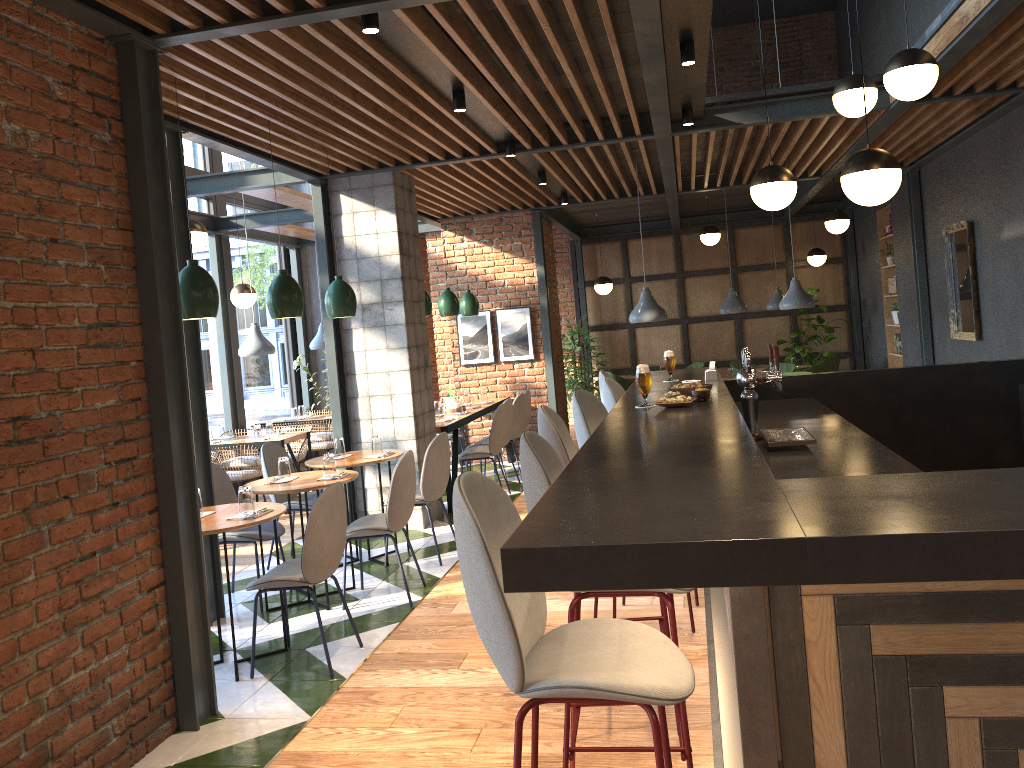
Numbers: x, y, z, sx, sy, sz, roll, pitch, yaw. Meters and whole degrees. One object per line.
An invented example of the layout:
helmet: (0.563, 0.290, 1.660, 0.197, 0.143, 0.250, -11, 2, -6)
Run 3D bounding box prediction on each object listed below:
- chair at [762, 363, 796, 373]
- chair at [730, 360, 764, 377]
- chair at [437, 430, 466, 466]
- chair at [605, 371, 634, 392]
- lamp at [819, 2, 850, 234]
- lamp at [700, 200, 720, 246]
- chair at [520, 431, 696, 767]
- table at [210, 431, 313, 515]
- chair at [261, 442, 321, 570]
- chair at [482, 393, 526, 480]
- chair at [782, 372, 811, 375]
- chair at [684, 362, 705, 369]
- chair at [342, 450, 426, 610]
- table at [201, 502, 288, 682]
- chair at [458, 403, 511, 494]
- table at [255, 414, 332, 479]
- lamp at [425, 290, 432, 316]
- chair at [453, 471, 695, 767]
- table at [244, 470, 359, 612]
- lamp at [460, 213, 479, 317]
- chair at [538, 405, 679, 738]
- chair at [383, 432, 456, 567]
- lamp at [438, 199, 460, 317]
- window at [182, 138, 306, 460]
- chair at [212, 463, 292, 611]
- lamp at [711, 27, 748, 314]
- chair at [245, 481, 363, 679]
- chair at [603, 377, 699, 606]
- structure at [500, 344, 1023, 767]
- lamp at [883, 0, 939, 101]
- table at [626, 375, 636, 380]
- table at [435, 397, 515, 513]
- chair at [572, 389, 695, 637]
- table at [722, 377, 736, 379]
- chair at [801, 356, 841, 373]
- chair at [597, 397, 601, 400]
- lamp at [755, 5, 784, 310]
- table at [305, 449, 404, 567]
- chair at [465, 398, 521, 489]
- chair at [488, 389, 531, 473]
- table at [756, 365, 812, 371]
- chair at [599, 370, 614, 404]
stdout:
chair: (3.386, 0.153, 11.509, 0.516, 0.818, 0.638, -6, 2, -29)
chair: (3.531, 0.052, 12.947, 0.514, 0.818, 0.640, -3, 2, 43)
chair: (-0.792, 0.574, 9.978, 0.507, 0.887, 0.419, -4, 1, 18)
chair: (1.663, 0.197, 13.194, 0.515, 0.818, 0.638, -5, 2, -14)
lamp: (3.572, -3.606, 10.121, 0.268, 3.791, 0.268, -5, 1, -17)
lamp: (2.495, -3.736, 11.805, 0.268, 3.791, 0.268, -5, 1, -9)
chair: (0.325, 0.748, 2.726, 0.507, 1.242, 0.419, -5, 1, 9)
table: (-2.702, 0.902, 8.797, 1.270, 0.705, 0.659, -4, 2, 11)
chair: (-1.534, 0.855, 6.467, 0.507, 0.887, 0.419, -5, 1, 13)
chair: (-0.081, 0.550, 9.371, 0.507, 0.887, 0.419, -4, 1, 18)
chair: (3.106, 0.297, 9.579, 0.638, 0.818, 0.516, -5, 2, 11)
chair: (2.656, 0.095, 13.458, 0.515, 0.818, 0.638, -5, 2, -14)
chair: (-0.815, 0.861, 5.381, 0.507, 0.887, 0.419, -5, 1, 8)
table: (-1.467, 1.043, 4.485, 0.701, 0.746, 0.699, -6, 2, -32)
chair: (-0.286, 0.638, 8.242, 0.507, 0.887, 0.419, -5, 1, 8)
table: (-2.328, 0.753, 10.682, 1.270, 0.705, 0.659, -4, 2, 11)
lamp: (-0.930, -1.629, 8.183, 0.223, 2.020, 0.224, -5, 1, 15)
chair: (0.169, 0.806, 2.011, 0.507, 1.242, 0.419, -5, 1, 11)
table: (-1.269, 0.964, 5.479, 0.701, 0.746, 0.698, -6, 3, -36)
lamp: (-0.559, -1.777, 10.049, 0.223, 2.020, 0.224, -5, 1, 15)
chair: (0.401, 0.684, 3.490, 0.507, 1.242, 0.419, -5, 1, 8)
chair: (-0.670, 0.794, 6.260, 0.507, 0.887, 0.419, -4, 1, 18)
lamp: (-0.733, -1.708, 9.175, 0.223, 2.020, 0.224, -5, 1, 15)
window: (-3.933, -1.785, 7.766, 0.127, 5.593, 8.740, -5, 3, 12)
chair: (-1.693, 0.925, 5.563, 0.507, 0.887, 0.419, -5, 1, 13)
lamp: (2.620, -3.131, 11.194, 0.353, 4.487, 0.352, -6, 1, -43)
chair: (-1.056, 0.942, 4.397, 0.507, 0.887, 0.419, -5, 1, 13)
chair: (0.812, 0.566, 4.984, 0.507, 1.242, 0.419, -5, 1, 17)
structure: (1.906, 0.480, 3.623, 2.914, 1.395, 4.931, -4, 3, 12)
lamp: (1.962, -3.394, 4.673, 0.269, 3.791, 0.268, -5, 1, -24)
table: (2.142, 0.214, 13.325, 0.809, 0.686, 0.806, -7, 3, -39)
table: (-0.583, 0.666, 9.176, 0.657, 0.765, 2.779, -5, 3, 12)
chair: (0.591, 0.632, 4.231, 0.507, 1.242, 0.419, -4, 1, 23)
table: (2.925, 0.275, 11.245, 0.809, 0.686, 0.806, -7, 3, -37)
chair: (4.234, 0.038, 12.194, 0.640, 0.818, 0.514, -7, 2, -42)
chair: (1.056, 0.536, 8.566, 0.639, 0.818, 0.515, -6, 2, -24)
lamp: (3.601, -3.299, 12.539, 0.353, 4.487, 0.352, -6, 1, -43)
table: (-1.095, 0.895, 6.353, 0.698, 0.746, 0.701, -4, 2, 22)
chair: (-0.215, 0.596, 8.813, 0.507, 0.887, 0.419, -4, 1, 18)
chair: (-0.014, 0.510, 9.915, 0.507, 0.887, 0.419, -5, 1, 8)
table: (3.875, 0.110, 12.590, 0.806, 0.686, 0.809, -4, 2, 12)
chair: (0.871, 0.510, 5.816, 0.507, 1.242, 0.419, -5, 1, 11)
